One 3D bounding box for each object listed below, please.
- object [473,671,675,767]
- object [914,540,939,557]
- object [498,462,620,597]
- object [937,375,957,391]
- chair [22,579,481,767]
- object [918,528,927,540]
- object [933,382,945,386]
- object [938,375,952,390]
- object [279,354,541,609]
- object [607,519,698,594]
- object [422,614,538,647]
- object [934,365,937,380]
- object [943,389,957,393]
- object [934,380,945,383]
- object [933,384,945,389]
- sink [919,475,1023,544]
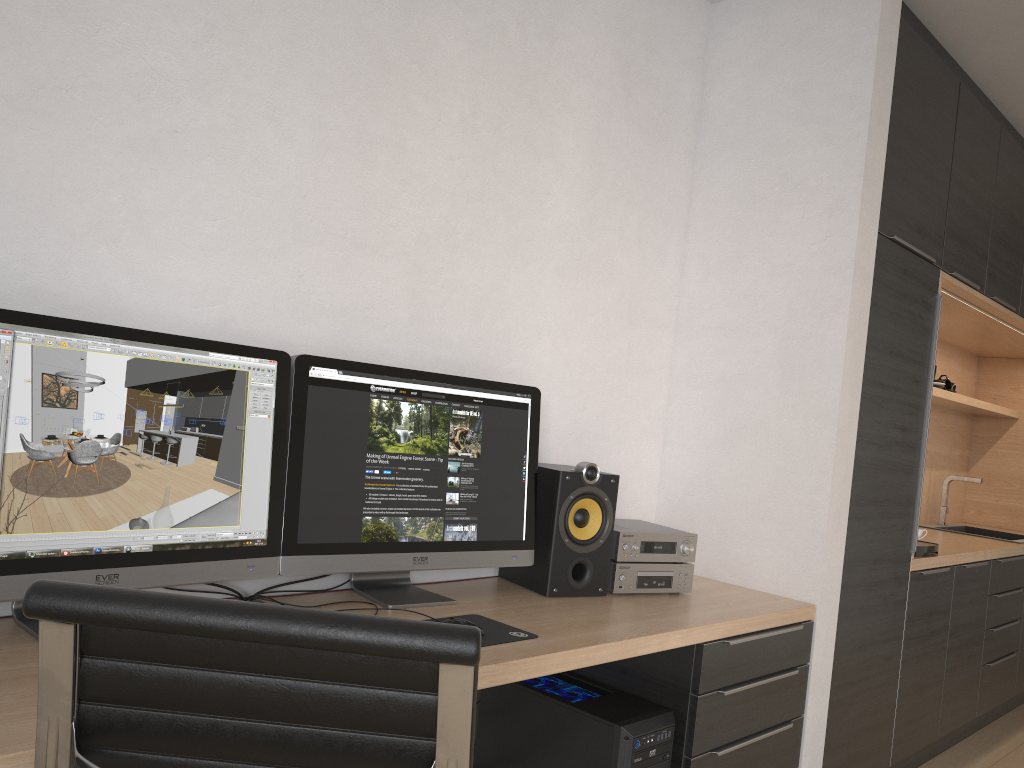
[{"bbox_3d":[0.139,1.042,2.247,0.474,0.527,0.215,5,-2,44],"label":"object"},{"bbox_3d":[1.514,0.454,3.677,0.584,0.398,0.618,5,-2,44],"label":"object"},{"bbox_3d":[0.130,0.379,2.431,0.198,0.354,0.249,8,-2,-31],"label":"object"},{"bbox_3d":[2.286,-0.001,4.672,0.066,0.093,0.100,8,-2,-37],"label":"object"},{"bbox_3d":[-0.343,0.720,1.175,0.664,0.991,0.699,6,-2,4],"label":"chair"},{"bbox_3d":[1.527,0.580,3.410,0.095,0.057,0.099,8,-2,-44],"label":"object"},{"bbox_3d":[2.081,0.005,4.424,0.145,0.025,0.145,8,-2,-33],"label":"object"},{"bbox_3d":[2.237,-0.003,4.632,0.066,0.093,0.100,8,-2,-32],"label":"object"},{"bbox_3d":[-0.228,0.237,2.100,0.716,0.535,0.190,8,-2,-41],"label":"object"},{"bbox_3d":[0.340,0.498,2.575,0.285,0.174,0.270,8,-2,-31],"label":"object"},{"bbox_3d":[-0.095,0.513,1.844,0.200,0.002,0.250,5,-2,44],"label":"object"},{"bbox_3d":[2.080,-0.050,4.420,0.066,0.092,0.084,6,-2,12],"label":"object"},{"bbox_3d":[2.252,0.044,4.646,0.145,0.025,0.145,8,-2,-44],"label":"object"},{"bbox_3d":[2.079,-0.007,4.424,0.145,0.025,0.145,8,-2,-33],"label":"object"},{"bbox_3d":[2.077,0.017,4.423,0.145,0.025,0.145,8,-2,-33],"label":"object"},{"bbox_3d":[2.538,0.771,4.777,0.512,0.518,0.626,5,-2,44],"label":"sink"}]
